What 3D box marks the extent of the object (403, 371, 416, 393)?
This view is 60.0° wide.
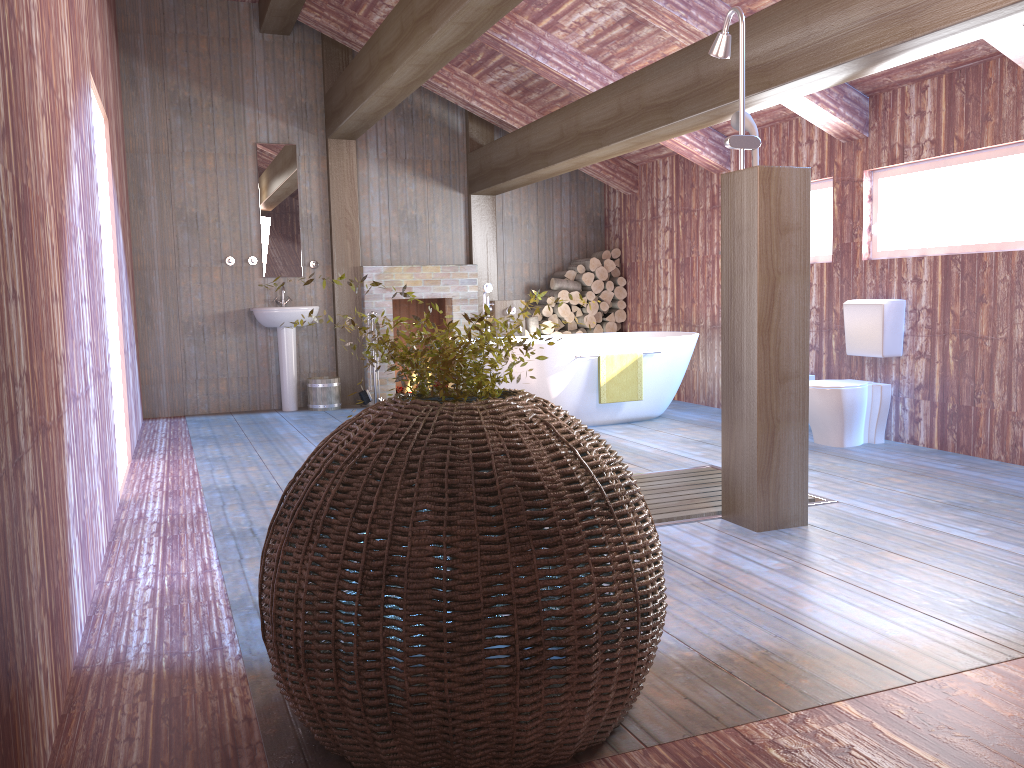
[{"bbox_3d":[-1.018,-0.030,9.098,0.221,0.306,0.121,-1,6,6],"label":"object"}]

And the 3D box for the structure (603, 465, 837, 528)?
[{"bbox_3d":[0.861,0.561,4.394,1.000,0.067,1.000,-4,6,-22],"label":"structure"}]

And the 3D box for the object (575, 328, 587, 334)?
[{"bbox_3d":[0.651,-0.521,9.100,0.116,0.118,0.289,-4,6,-23],"label":"object"}]

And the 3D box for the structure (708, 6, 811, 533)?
[{"bbox_3d":[1.051,-0.503,3.788,0.328,2.209,0.522,-2,6,-1],"label":"structure"}]

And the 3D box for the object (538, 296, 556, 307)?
[{"bbox_3d":[0.341,-0.823,8.852,0.106,0.112,0.282,-4,6,-20],"label":"object"}]

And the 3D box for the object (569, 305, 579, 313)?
[{"bbox_3d":[0.583,-0.761,8.944,0.088,0.092,0.280,-4,6,-20],"label":"object"}]

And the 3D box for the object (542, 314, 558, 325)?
[{"bbox_3d":[0.349,-0.645,8.872,0.111,0.113,0.301,-4,6,-22],"label":"object"}]

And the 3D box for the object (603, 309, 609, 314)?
[{"bbox_3d":[0.916,-0.754,9.066,0.067,0.069,0.177,-4,6,-21],"label":"object"}]

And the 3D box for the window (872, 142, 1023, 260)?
[{"bbox_3d":[2.613,-1.059,5.276,0.054,0.587,1.255,-4,6,-20],"label":"window"}]

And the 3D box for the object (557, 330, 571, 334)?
[{"bbox_3d":[0.487,-0.488,8.935,0.114,0.120,0.303,-4,6,-20],"label":"object"}]

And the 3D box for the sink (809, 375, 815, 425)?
[{"bbox_3d":[1.890,0.055,6.402,0.515,0.517,0.335,-4,6,-20],"label":"sink"}]

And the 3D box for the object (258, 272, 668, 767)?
[{"bbox_3d":[-0.119,0.263,2.151,0.972,1.073,0.970,-6,7,-41],"label":"object"}]

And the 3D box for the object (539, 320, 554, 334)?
[{"bbox_3d":[0.271,-0.573,8.838,0.138,0.147,0.440,-4,6,-21],"label":"object"}]

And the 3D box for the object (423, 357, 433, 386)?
[{"bbox_3d":[-0.890,-0.086,9.211,0.140,0.459,0.266,-2,6,-4],"label":"object"}]

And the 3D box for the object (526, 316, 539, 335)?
[{"bbox_3d":[0.213,-0.510,8.636,0.147,0.298,0.109,-3,6,-19],"label":"object"}]

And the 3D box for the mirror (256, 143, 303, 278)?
[{"bbox_3d":[-2.113,-1.573,8.069,0.350,1.199,0.009,-4,6,-21],"label":"mirror"}]

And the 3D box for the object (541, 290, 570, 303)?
[{"bbox_3d":[0.432,-0.876,8.878,0.135,0.145,0.439,-4,6,-21],"label":"object"}]

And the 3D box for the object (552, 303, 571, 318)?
[{"bbox_3d":[0.426,-0.738,8.882,0.141,0.143,0.437,-4,6,-23],"label":"object"}]

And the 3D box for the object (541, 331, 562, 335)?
[{"bbox_3d":[0.350,-0.472,8.895,0.139,0.148,0.458,-4,6,-21],"label":"object"}]

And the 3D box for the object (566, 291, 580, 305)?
[{"bbox_3d":[0.539,-0.869,8.922,0.138,0.147,0.440,-4,6,-21],"label":"object"}]

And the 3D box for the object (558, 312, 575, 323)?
[{"bbox_3d":[0.519,-0.680,8.922,0.115,0.123,0.291,-4,6,-20],"label":"object"}]

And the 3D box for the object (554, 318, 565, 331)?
[{"bbox_3d":[0.412,-0.606,8.995,0.128,0.150,0.323,-4,6,-21],"label":"object"}]

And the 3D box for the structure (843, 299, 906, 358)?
[{"bbox_3d":[2.313,-0.360,5.679,0.182,0.363,0.358,-4,6,-20],"label":"structure"}]

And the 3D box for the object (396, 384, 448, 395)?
[{"bbox_3d":[-1.012,0.075,9.276,0.829,0.085,0.935,-6,7,-39],"label":"object"}]

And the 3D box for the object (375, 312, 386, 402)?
[{"bbox_3d":[-1.208,-0.223,8.145,0.206,0.871,0.126,1,6,21],"label":"object"}]

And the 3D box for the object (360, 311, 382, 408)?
[{"bbox_3d":[-1.302,-0.226,8.177,0.276,0.888,0.333,1,6,20],"label":"object"}]

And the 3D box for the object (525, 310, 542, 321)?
[{"bbox_3d":[0.185,-0.681,8.838,0.114,0.113,0.301,-4,6,-23],"label":"object"}]

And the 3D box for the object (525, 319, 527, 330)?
[{"bbox_3d":[0.118,-0.600,8.893,0.108,0.113,0.302,-4,6,-21],"label":"object"}]

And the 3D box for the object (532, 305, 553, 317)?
[{"bbox_3d":[0.299,-0.729,8.827,0.115,0.123,0.291,-4,6,-20],"label":"object"}]

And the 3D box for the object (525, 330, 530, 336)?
[{"bbox_3d":[0.032,-0.477,8.762,0.139,0.137,0.455,-4,6,-23],"label":"object"}]

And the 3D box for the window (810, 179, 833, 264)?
[{"bbox_3d":[2.067,-1.189,6.717,0.054,0.587,1.255,-4,6,-20],"label":"window"}]

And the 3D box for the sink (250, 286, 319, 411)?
[{"bbox_3d":[-2.018,-0.316,7.994,0.582,1.143,0.475,-4,6,-22],"label":"sink"}]

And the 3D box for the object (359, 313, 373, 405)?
[{"bbox_3d":[-1.349,-0.228,8.102,0.136,0.846,0.062,-6,7,-40],"label":"object"}]

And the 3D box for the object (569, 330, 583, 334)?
[{"bbox_3d":[0.584,-0.497,8.968,0.098,0.100,0.437,-4,6,-23],"label":"object"}]

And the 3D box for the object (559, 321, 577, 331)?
[{"bbox_3d":[0.550,-0.601,9.053,0.104,0.127,0.321,-4,6,-21],"label":"object"}]

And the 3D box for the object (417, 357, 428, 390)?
[{"bbox_3d":[-0.908,-0.075,8.959,0.098,0.434,0.283,-4,6,-23],"label":"object"}]

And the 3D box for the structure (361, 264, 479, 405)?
[{"bbox_3d":[-0.882,-0.480,8.580,1.130,1.330,0.226,-4,6,-21],"label":"structure"}]
